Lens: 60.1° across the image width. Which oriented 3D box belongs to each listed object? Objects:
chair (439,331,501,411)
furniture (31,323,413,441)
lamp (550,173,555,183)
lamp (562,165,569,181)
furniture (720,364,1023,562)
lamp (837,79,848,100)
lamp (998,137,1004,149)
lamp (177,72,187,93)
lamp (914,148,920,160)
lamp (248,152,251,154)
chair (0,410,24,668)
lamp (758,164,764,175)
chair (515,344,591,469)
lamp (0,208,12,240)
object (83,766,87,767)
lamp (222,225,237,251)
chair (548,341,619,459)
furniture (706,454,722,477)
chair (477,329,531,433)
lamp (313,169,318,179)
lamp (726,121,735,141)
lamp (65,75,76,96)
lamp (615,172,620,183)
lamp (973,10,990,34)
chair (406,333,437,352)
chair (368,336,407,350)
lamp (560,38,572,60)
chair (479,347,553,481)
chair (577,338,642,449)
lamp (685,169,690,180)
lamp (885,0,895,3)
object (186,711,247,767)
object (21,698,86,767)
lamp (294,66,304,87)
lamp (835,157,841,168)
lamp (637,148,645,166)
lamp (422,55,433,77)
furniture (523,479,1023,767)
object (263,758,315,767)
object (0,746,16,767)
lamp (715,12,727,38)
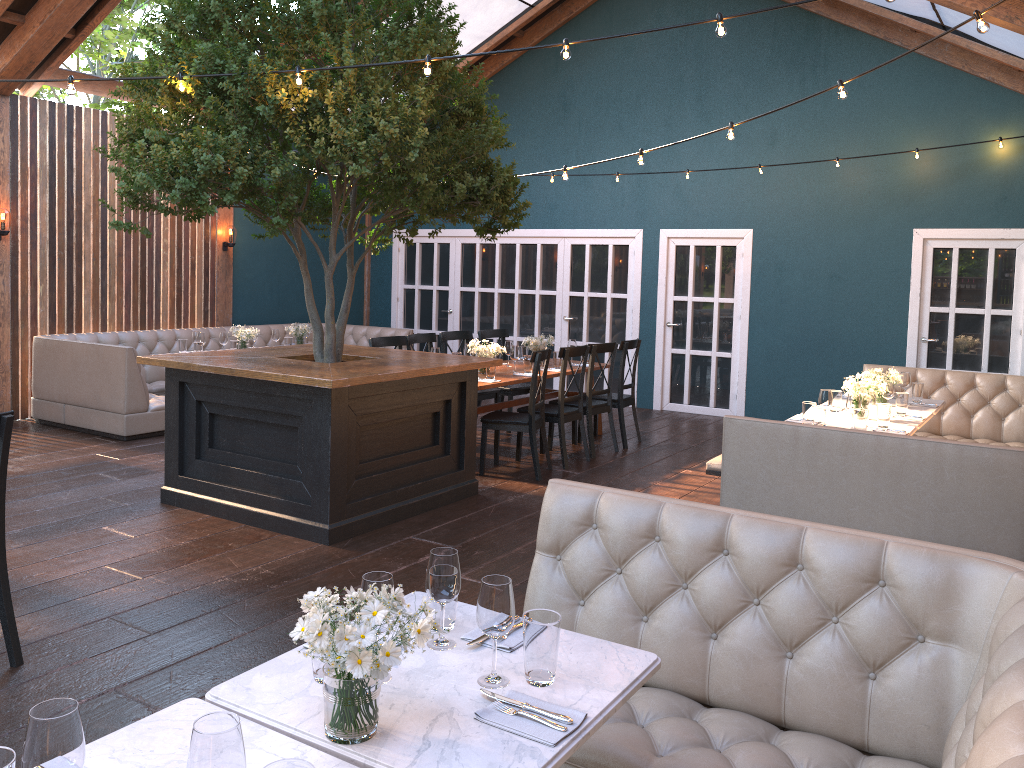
[{"bbox_3d":[-0.433,-0.007,8.862,0.541,1.016,0.478,5,5,37],"label":"chair"},{"bbox_3d":[-3.090,-0.169,10.153,1.713,0.855,4.171,6,8,32],"label":"furniture"},{"bbox_3d":[0.451,-2.324,9.970,0.056,0.117,0.067,1,4,-14],"label":"lamp"},{"bbox_3d":[0.402,-1.585,6.651,0.056,0.121,0.056,5,5,40],"label":"lamp"},{"bbox_3d":[2.992,0.496,6.320,1.713,0.855,4.171,6,8,32],"label":"furniture"},{"bbox_3d":[1.816,-1.619,4.858,0.056,0.117,0.066,2,4,8],"label":"lamp"},{"bbox_3d":[4.802,-2.366,8.685,0.056,0.120,0.056,3,4,14],"label":"lamp"},{"bbox_3d":[-1.910,-1.744,5.120,0.056,0.120,0.056,-1,5,-33],"label":"lamp"},{"bbox_3d":[4.078,-2.319,8.908,0.056,0.120,0.056,-1,5,-37],"label":"lamp"},{"bbox_3d":[-3.130,-2.784,10.494,0.056,0.113,0.077,1,5,-13],"label":"lamp"},{"bbox_3d":[-2.293,0.618,3.478,0.541,1.016,0.478,4,5,32],"label":"chair"},{"bbox_3d":[2.635,-2.270,9.364,0.056,0.119,0.060,1,4,-16],"label":"lamp"},{"bbox_3d":[0.367,0.164,7.699,0.541,1.016,0.478,4,5,32],"label":"chair"},{"bbox_3d":[-4.937,-1.545,8.566,0.178,0.319,0.146,4,5,32],"label":"lamp"},{"bbox_3d":[-0.805,0.730,1.580,0.255,0.019,0.158,6,8,32],"label":"object"},{"bbox_3d":[-3.473,-1.795,10.890,0.178,0.319,0.146,4,5,32],"label":"lamp"},{"bbox_3d":[0.666,0.113,8.173,0.541,1.016,0.478,5,5,37],"label":"chair"},{"bbox_3d":[2.064,0.619,6.952,0.313,0.397,2.336,5,8,32],"label":"furniture"},{"bbox_3d":[-0.067,-0.051,9.293,0.541,1.016,0.478,5,5,37],"label":"chair"},{"bbox_3d":[-2.106,-2.247,9.464,0.056,0.119,0.059,5,5,36],"label":"lamp"},{"bbox_3d":[1.351,-1.560,5.458,0.056,0.120,0.056,2,4,10],"label":"lamp"},{"bbox_3d":[-2.649,-1.791,5.310,0.056,0.120,0.056,3,4,13],"label":"lamp"},{"bbox_3d":[1.167,-2.288,9.788,0.056,0.120,0.056,1,4,-7],"label":"lamp"},{"bbox_3d":[2.270,-1.751,4.277,0.074,0.114,0.056,5,5,38],"label":"lamp"},{"bbox_3d":[-0.719,0.045,8.381,0.540,1.016,0.479,4,5,27],"label":"chair"},{"bbox_3d":[-0.977,0.101,7.881,0.541,1.016,0.478,4,5,32],"label":"chair"},{"bbox_3d":[0.277,-1.698,4.481,0.056,0.117,0.068,4,5,29],"label":"lamp"},{"bbox_3d":[0.043,0.214,7.221,0.540,1.016,0.479,3,4,15],"label":"chair"},{"bbox_3d":[0.964,0.062,8.646,0.540,1.016,0.479,4,5,27],"label":"chair"},{"bbox_3d":[1.900,-2.269,9.570,0.056,0.119,0.060,-1,5,-34],"label":"lamp"},{"bbox_3d":[1.730,-1.804,4.046,0.064,0.118,0.056,5,6,41],"label":"lamp"},{"bbox_3d":[-0.466,0.651,1.394,0.092,0.243,0.093,1,4,-10],"label":"object"},{"bbox_3d":[-0.736,0.639,1.422,0.092,0.243,0.093,1,4,-10],"label":"object"},{"bbox_3d":[-1.181,-1.708,4.904,0.060,0.119,0.056,3,4,17],"label":"lamp"},{"bbox_3d":[3.363,-2.286,9.130,0.056,0.118,0.061,4,5,33],"label":"lamp"},{"bbox_3d":[0.885,-1.554,6.065,0.056,0.120,0.056,2,4,8],"label":"lamp"},{"bbox_3d":[-0.449,-1.690,4.691,0.056,0.119,0.060,-1,5,-34],"label":"lamp"},{"bbox_3d":[-0.227,1.046,1.213,1.713,0.855,4.171,6,8,32],"label":"furniture"},{"bbox_3d":[-0.359,0.696,1.405,0.092,0.157,0.092,3,5,18],"label":"object"},{"bbox_3d":[-0.846,0.680,1.416,0.092,0.157,0.092,3,5,18],"label":"object"},{"bbox_3d":[1.013,-1.736,4.280,0.056,0.120,0.056,3,4,14],"label":"lamp"}]
